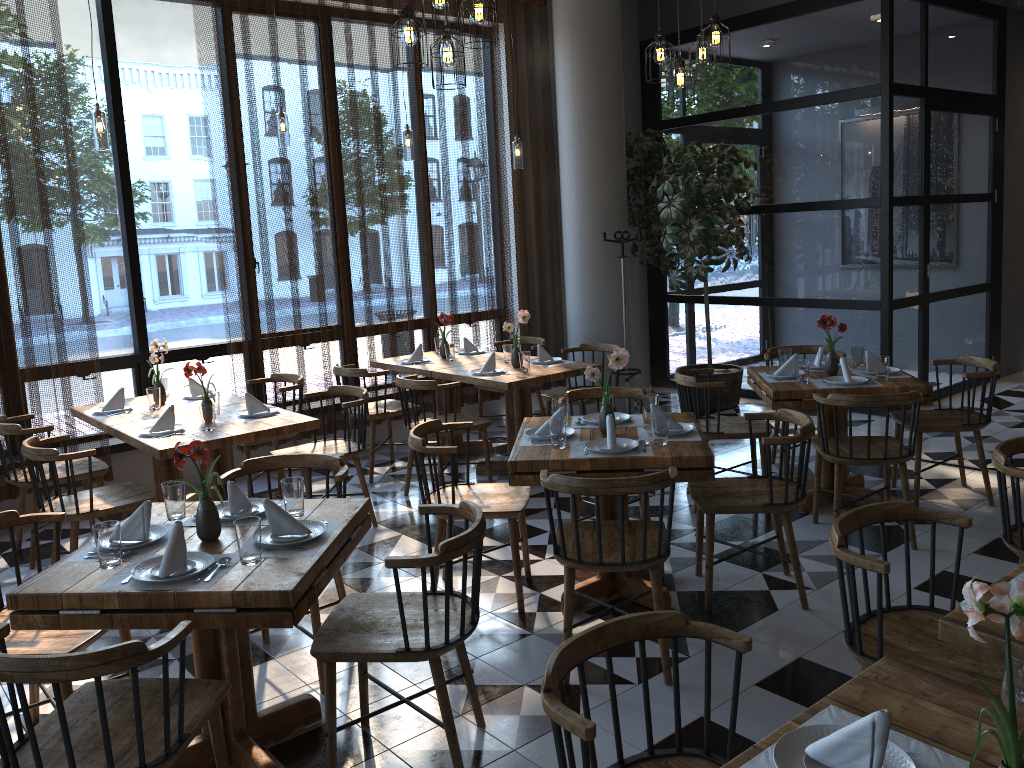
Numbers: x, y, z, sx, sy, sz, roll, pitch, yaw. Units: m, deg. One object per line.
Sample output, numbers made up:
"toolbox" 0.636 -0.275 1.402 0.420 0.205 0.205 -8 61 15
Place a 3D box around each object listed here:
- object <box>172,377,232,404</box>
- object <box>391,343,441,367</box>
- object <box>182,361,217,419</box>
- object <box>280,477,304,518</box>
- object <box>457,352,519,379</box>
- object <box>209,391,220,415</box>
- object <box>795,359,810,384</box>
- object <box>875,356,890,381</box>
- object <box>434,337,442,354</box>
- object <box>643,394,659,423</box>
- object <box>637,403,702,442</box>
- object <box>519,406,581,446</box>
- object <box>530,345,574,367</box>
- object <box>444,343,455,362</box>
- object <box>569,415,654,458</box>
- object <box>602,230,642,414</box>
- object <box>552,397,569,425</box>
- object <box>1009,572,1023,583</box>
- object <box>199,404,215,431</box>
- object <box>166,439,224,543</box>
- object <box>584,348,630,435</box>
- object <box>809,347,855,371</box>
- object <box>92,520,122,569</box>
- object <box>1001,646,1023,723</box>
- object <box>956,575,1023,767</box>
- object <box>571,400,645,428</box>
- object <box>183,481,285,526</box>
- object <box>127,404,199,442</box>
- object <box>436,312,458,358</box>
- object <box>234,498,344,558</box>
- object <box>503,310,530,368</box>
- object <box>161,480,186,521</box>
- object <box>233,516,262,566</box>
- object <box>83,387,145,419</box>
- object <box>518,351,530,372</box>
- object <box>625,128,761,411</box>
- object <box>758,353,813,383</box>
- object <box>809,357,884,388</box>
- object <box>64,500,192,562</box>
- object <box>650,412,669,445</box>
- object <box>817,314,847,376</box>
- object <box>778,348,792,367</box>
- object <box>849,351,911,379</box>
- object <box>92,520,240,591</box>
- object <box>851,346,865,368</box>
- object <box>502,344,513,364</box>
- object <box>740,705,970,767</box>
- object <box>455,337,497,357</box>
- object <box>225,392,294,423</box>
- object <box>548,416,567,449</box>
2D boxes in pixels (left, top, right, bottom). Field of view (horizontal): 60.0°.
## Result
"object" -1.991 0.015 5.659 0.273 0.136 0.353 -11 12 -38
"object" -0.731 -0.230 6.672 0.273 0.136 0.353 -11 12 -38
"object" -1.682 0.045 4.764 0.156 0.353 0.172 1 9 30
"object" -0.763 0.399 3.100 0.080 0.131 0.080 -9 10 -34
"object" -0.167 -0.141 5.988 0.273 0.136 0.353 -11 12 -38
"object" -1.700 0.110 5.040 0.080 0.131 0.080 3 10 36
"object" 1.654 -0.071 5.043 0.080 0.131 0.080 -7 9 -24
"object" 2.093 -0.089 5.010 0.080 0.131 0.080 -5 8 -14
"object" -0.577 -0.304 7.064 0.080 0.131 0.080 -7 9 -24
"object" 0.670 0.119 4.261 0.080 0.131 0.080 -7 9 -24
"object" 0.707 0.153 4.039 0.272 0.136 0.354 -2 10 6
"object" 0.177 0.173 4.088 0.272 0.136 0.354 -2 10 6
"object" 0.240 -0.222 6.325 0.273 0.136 0.353 -11 12 -38
"object" -0.464 -0.237 6.647 0.080 0.131 0.080 -7 9 -24
"object" 0.420 0.211 3.798 0.352 0.136 0.274 -2 9 6
"object" 0.963 -0.468 7.528 0.375 1.649 0.376 -5 8 -16
"object" 0.238 0.135 4.304 0.080 0.131 0.080 -7 9 -24
"object" 1.428 0.434 2.209 0.353 0.136 0.272 -11 12 -38
"object" -1.587 0.177 4.623 0.080 0.131 0.080 3 10 36
"object" -1.018 0.344 2.851 0.156 0.353 0.172 -1 8 16
"object" 0.439 0.037 4.025 0.207 0.398 0.147 -7 9 -27
"object" 1.915 -0.169 5.508 0.352 0.136 0.274 -2 9 6
"object" -1.232 0.493 2.706 0.080 0.131 0.080 -7 9 -24
"object" 0.862 0.553 1.479 0.081 0.214 0.082 -1 8 14
"object" 0.753 0.496 1.302 0.147 0.398 0.207 -9 10 -36
"object" 0.464 0.115 4.329 0.352 0.136 0.274 -2 9 6
"object" -0.971 0.397 3.163 0.352 0.136 0.274 -2 9 6
"object" -1.834 0.185 4.638 0.273 0.136 0.353 -11 12 -38
"object" -0.501 -0.382 6.842 0.156 0.353 0.172 1 9 27
"object" -0.728 0.434 2.873 0.272 0.136 0.354 -2 10 6
"object" 0.042 -0.311 6.137 0.146 0.398 0.207 4 11 43
"object" -1.196 0.415 3.143 0.080 0.131 0.080 -9 10 -34
"object" -0.793 0.475 2.673 0.080 0.131 0.080 -9 10 -34
"object" -2.398 0.096 5.322 0.273 0.136 0.353 -11 12 -38
"object" 0.087 -0.150 5.978 0.080 0.131 0.080 3 10 36
"object" 1.437 -1.062 8.077 1.636 2.578 1.386 3 10 35
"object" 1.627 -0.111 5.267 0.272 0.136 0.354 -2 10 6
"object" 1.870 -0.074 4.977 0.352 0.136 0.274 -2 9 6
"object" -1.258 0.454 2.922 0.272 0.136 0.354 -2 10 6
"object" 0.641 0.195 3.834 0.080 0.131 0.080 -7 9 -24
"object" 1.897 -0.235 5.261 0.156 0.353 0.172 -2 8 8
"object" 1.690 -0.149 5.480 0.080 0.131 0.080 1 9 26
"object" 2.158 -0.131 5.218 0.272 0.136 0.354 -2 10 6
"object" -1.015 0.492 2.632 0.352 0.136 0.274 -2 9 6
"object" 2.122 -0.165 5.436 0.080 0.131 0.080 -5 8 -14
"object" -0.026 -0.217 6.396 0.080 0.131 0.080 3 10 36
"object" 0.573 0.601 1.516 0.353 0.136 0.272 -11 12 -38
"object" -0.324 -0.311 7.009 0.273 0.136 0.353 -11 12 -38
"object" -1.427 0.104 4.975 0.273 0.136 0.353 -11 12 -38
"object" 0.202 0.213 3.867 0.080 0.131 0.080 -7 9 -24
